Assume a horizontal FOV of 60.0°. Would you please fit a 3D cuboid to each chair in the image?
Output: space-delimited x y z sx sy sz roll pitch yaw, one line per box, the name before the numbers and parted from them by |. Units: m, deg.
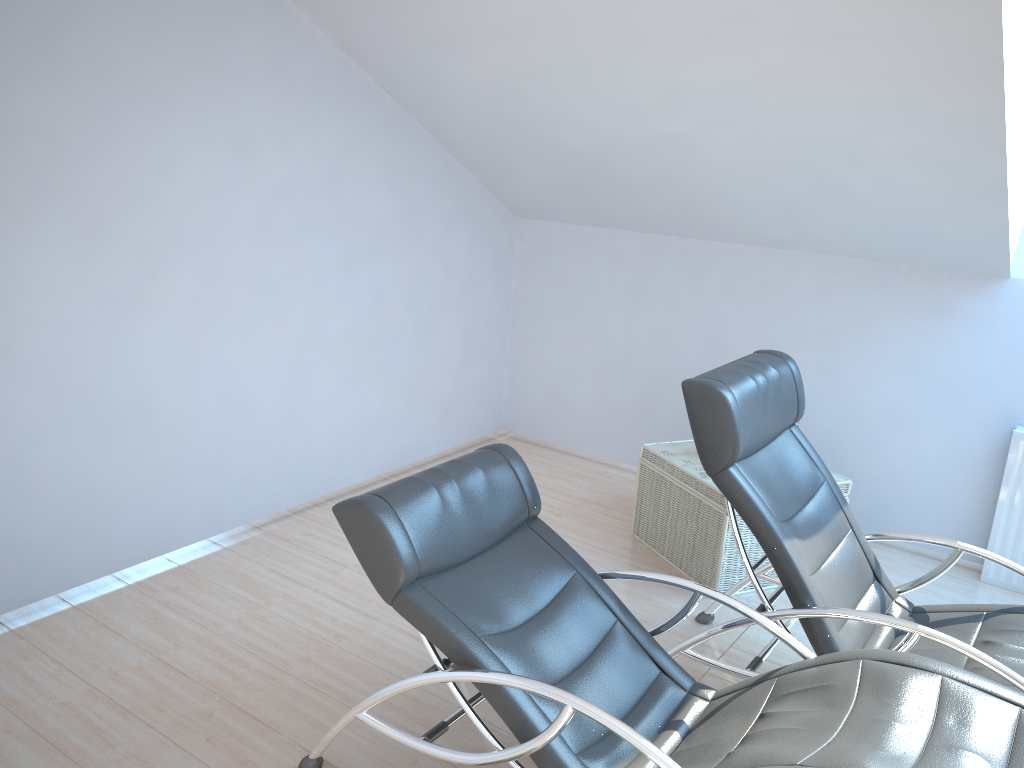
chair | 0.438 0.899 2.458 2.114 0.953 0.836 14 18 33
chair | 1.424 0.688 2.921 1.938 1.251 0.836 14 18 33

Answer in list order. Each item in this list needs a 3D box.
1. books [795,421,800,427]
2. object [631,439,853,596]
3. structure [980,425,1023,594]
books | 1.299 0.281 4.319 0.149 0.300 0.149 5 15 5
object | 1.133 0.633 4.489 0.745 0.518 0.744 -3 17 -25
structure | 2.947 0.729 4.036 1.324 0.800 0.120 14 18 33
